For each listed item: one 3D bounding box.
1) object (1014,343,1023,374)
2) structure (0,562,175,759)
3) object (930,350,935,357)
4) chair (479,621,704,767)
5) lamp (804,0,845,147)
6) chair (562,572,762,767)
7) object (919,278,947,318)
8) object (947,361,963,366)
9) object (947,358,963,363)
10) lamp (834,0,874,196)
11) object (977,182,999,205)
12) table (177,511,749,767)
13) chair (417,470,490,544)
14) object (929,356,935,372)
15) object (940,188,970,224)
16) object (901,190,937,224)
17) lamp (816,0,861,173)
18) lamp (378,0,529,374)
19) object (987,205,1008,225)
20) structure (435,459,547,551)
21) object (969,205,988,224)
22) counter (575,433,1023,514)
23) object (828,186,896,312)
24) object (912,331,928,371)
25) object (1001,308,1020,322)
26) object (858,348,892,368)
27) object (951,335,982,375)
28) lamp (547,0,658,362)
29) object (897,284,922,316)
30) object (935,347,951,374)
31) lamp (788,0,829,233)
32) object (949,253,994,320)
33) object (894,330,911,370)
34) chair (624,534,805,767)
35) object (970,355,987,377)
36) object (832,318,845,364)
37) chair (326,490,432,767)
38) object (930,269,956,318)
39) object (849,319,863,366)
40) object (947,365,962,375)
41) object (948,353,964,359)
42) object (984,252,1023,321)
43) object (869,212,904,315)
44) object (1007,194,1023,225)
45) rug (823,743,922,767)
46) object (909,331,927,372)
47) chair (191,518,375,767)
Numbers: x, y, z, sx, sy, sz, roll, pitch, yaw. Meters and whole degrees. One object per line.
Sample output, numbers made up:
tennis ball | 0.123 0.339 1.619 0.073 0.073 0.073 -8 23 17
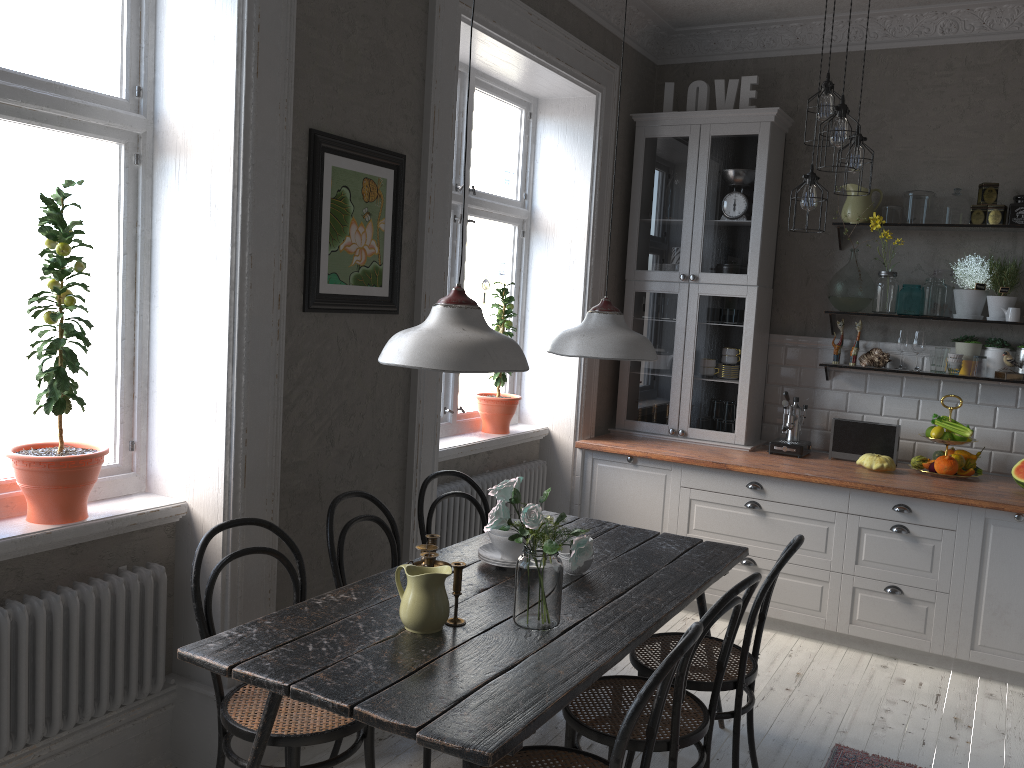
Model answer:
object | 2.722 -0.124 4.638 0.156 0.213 0.155 6 6 26
structure | -1.425 0.806 2.332 0.146 0.428 1.244 6 6 28
object | 2.316 -0.139 4.830 0.079 0.083 0.076 -2 7 -43
chair | 0.146 0.985 2.133 0.540 0.920 0.445 6 6 26
lamp | 1.318 -1.843 3.538 0.145 1.734 0.148 5 6 16
chair | 0.413 0.956 2.606 0.538 0.920 0.447 7 7 36
object | 2.257 -0.460 4.742 0.127 0.206 0.122 -1 7 -38
object | 2.339 -0.091 4.682 0.076 0.051 0.078 6 6 22
object | 2.340 -0.108 4.681 0.079 0.051 0.075 -1 7 -42
lamp | 1.479 -1.660 3.642 0.145 1.734 0.148 5 6 16
object | 2.478 -0.986 4.614 0.082 0.113 0.083 4 5 9
table | 0.030 1.003 2.835 0.889 0.735 1.954 7 6 29
chair | -0.108 0.838 3.490 0.538 0.920 0.447 8 7 41
object | 2.314 -0.106 4.833 0.079 0.083 0.076 -2 7 -43
object | 2.400 -0.949 4.791 0.141 0.220 0.139 2 6 -12
object | 2.197 -0.944 4.792 0.175 0.184 0.169 1 6 -22
lamp | 1.312 -1.695 3.366 0.148 1.734 0.145 2 6 -14
lamp | -0.091 -0.967 2.148 0.385 1.858 0.373 1 6 -24
object | 2.522 -0.870 4.607 0.081 0.113 0.084 8 7 39
structure | -0.141 0.671 4.567 0.146 0.428 1.244 6 6 28
object | 2.449 -0.879 4.651 0.081 0.113 0.084 6 6 29
counter | 1.312 0.538 3.534 3.105 0.039 3.451 7 6 29
object | 1.887 -0.739 4.914 0.335 0.674 0.337 3 5 -3
object | 2.230 -0.180 4.853 0.081 0.217 0.082 5 6 15
object | 2.572 -0.355 4.547 0.064 0.071 0.104 0 6 -31
object | 2.016 -0.146 4.929 0.176 0.111 0.097 4 5 6
object | 2.438 -0.161 4.771 0.155 0.216 0.157 4 5 9
lamp | 0.362 -1.014 2.936 0.372 1.858 0.387 7 7 36
object | 2.195 -0.461 4.880 0.123 0.172 0.128 7 6 32
object | 2.304 -0.127 4.750 0.079 0.139 0.079 4 5 2
lamp | 1.321 -1.520 3.741 0.147 1.734 0.146 3 5 -4
object | 2.468 -0.521 4.728 0.239 0.354 0.240 -2 7 -43
object | 2.157 -0.189 4.896 0.081 0.217 0.082 5 6 15
chair | 0.674 0.932 3.024 0.540 0.920 0.445 6 6 26
object | 2.467 -0.094 4.676 0.076 0.108 0.079 6 6 22
object | 1.861 -0.244 5.054 0.053 0.264 0.061 3 5 0
chair | -0.370 0.862 3.069 0.540 0.920 0.445 6 6 26
object | 2.355 -0.494 4.861 0.129 0.264 0.134 7 7 34
object | 1.944 -0.232 4.992 0.062 0.264 0.052 1 6 -25
object | 2.338 -0.074 4.684 0.076 0.051 0.078 6 6 22
object | 2.341 -0.134 4.678 0.076 0.051 0.078 5 6 15
object | 2.556 -0.517 4.619 0.185 0.380 0.168 2 5 -10
object | 2.011 -0.651 4.801 0.189 0.540 0.285 5 6 21
object | 2.655 -0.891 4.591 0.139 0.174 0.144 6 6 29
rug | 1.230 1.451 2.694 0.723 0.014 1.312 7 6 29
object | 2.186 -0.175 4.772 0.081 0.217 0.082 5 6 15
chair | -0.649 0.892 2.578 0.538 0.920 0.447 7 7 36
